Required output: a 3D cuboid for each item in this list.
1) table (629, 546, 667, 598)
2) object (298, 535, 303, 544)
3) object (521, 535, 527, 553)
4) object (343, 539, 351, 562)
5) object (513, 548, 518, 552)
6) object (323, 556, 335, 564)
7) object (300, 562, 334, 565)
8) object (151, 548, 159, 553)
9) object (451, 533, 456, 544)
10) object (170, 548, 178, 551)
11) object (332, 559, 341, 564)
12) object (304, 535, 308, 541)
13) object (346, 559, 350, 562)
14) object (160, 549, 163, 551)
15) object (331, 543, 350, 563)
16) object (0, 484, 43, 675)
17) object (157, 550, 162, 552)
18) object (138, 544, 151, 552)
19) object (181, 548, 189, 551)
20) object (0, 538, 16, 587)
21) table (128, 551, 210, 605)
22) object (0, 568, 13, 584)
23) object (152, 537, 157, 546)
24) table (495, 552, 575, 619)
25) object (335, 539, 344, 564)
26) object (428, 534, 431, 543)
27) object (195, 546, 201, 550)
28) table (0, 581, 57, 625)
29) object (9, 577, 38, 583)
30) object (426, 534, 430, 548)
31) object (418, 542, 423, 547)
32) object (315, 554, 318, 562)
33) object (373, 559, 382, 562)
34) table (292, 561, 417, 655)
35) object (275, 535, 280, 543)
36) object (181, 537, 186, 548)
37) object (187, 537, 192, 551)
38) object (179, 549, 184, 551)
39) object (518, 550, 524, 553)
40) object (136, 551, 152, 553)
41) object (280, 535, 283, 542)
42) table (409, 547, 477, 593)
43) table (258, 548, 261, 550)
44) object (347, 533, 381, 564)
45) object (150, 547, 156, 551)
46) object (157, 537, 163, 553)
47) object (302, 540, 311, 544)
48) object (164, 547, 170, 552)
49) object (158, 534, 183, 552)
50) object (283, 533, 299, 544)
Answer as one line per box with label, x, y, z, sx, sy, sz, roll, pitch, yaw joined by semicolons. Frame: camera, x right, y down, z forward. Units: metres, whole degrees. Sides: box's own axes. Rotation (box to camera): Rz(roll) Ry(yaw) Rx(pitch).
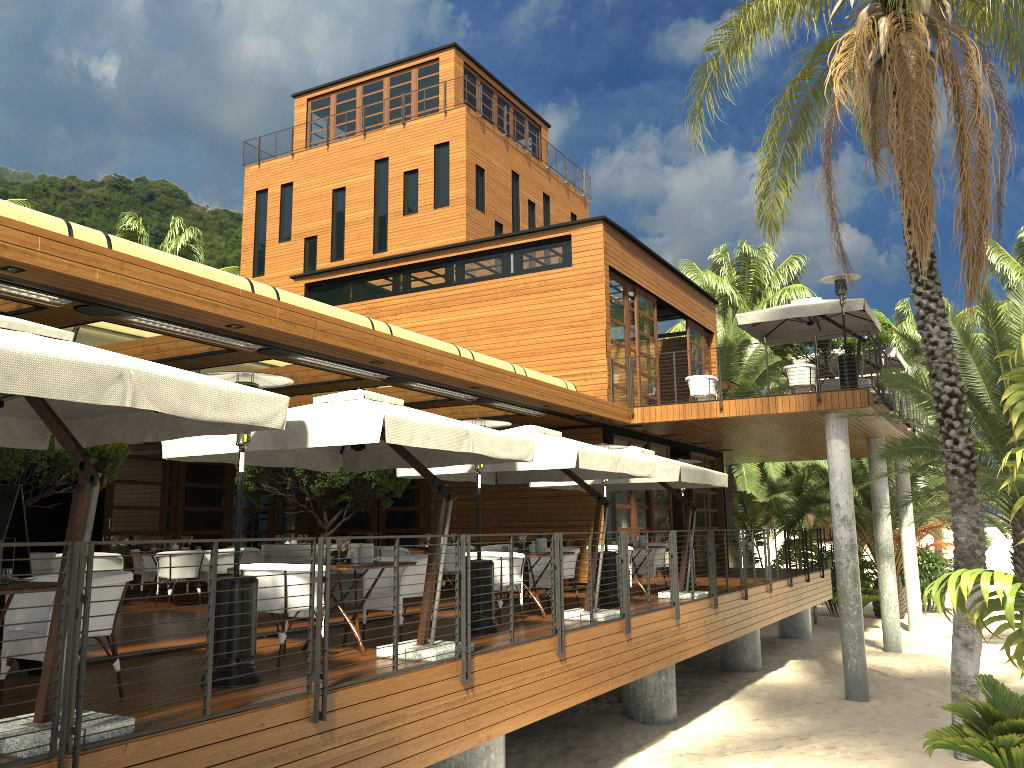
table;1.808;2.887;13.654;0.931;0.752;0.929;-6;-11;28
object;-3.790;2.818;15.882;0.082;0.228;0.082;3;-11;-18
object;0.143;1.897;10.558;0.082;0.228;0.082;-6;-12;29
object;-1.529;1.528;8.203;0.082;0.228;0.082;-4;-11;18
object;0.021;2.000;10.659;0.116;0.065;0.115;-6;-11;27
object;-1.612;1.541;7.757;0.116;0.065;0.115;-6;-11;27
object;-1.647;1.535;7.595;0.294;0.025;0.170;-6;-11;28
object;-5.353;2.492;13.279;0.116;0.065;0.116;7;-12;-40
object;-0.967;2.598;14.740;0.082;0.228;0.082;4;-11;-26
object;-5.052;2.485;13.255;0.116;0.065;0.115;2;-10;-17
object;-1.525;1.544;7.709;0.080;0.042;0.080;1;-10;-10
object;-3.788;2.887;16.302;0.082;0.228;0.082;4;-11;-23
object;-1.490;1.611;8.115;0.080;0.042;0.080;1;-10;-10
object;-5.378;2.550;13.557;0.080;0.042;0.080;3;-10;-22
object;-1.571;1.518;7.975;0.163;0.179;0.167;-6;-11;30
object;-3.953;1.437;6.437;0.768;1.401;0.769;-3;-10;13
object;-5.257;2.495;13.232;0.080;0.042;0.080;1;-10;-10
object;-5.556;2.461;13.428;0.163;0.179;0.167;8;-13;-40
object;-4.989;2.526;13.511;0.116;0.065;0.116;7;-12;-40
object;-2.948;0.990;4.927;0.263;0.265;0.262;2;-10;-16
table;-5.178;2.914;13.343;1.166;0.752;1.162;-2;-10;9
object;-2.937;1.112;5.128;0.086;0.086;0.086;-7;-12;33
object;-5.459;2.449;13.526;0.082;0.228;0.082;9;-14;-42
table;0.163;2.424;10.730;0.931;0.752;0.929;-6;-11;28
object;-1.491;1.438;7.657;0.082;0.228;0.082;-6;-12;29
object;-1.418;2.667;15.128;0.082;0.228;0.082;4;-11;-26
object;-4.774;2.508;13.483;0.086;0.086;0.086;-2;-10;7
table;-3.120;1.501;4.897;0.931;0.752;0.929;-6;-11;28
object;-3.008;1.175;5.315;0.294;0.025;0.170;-6;-11;28
object;-1.393;2.600;14.721;0.082;0.228;0.082;1;-10;-9
object;-1.552;2.734;15.075;0.086;0.086;0.086;-9;-13;39
object;-1.718;1.538;7.797;0.086;0.086;0.086;-7;-12;33
object;-1.370;1.636;8.226;0.294;0.025;0.170;-6;-11;28
table;-1.479;1.962;7.814;0.931;0.752;0.929;-6;-11;28
object;-4.204;2.821;15.876;0.082;0.228;0.082;4;-11;-23
object;-5.093;2.480;13.743;0.082;0.228;0.082;-9;-13;40
object;-4.873;2.421;13.399;0.082;0.228;0.082;9;-14;-42
object;-4.973;2.510;13.342;0.080;0.042;0.080;9;-13;-44
object;0.109;2.003;10.611;0.080;0.042;0.080;1;-10;-10
object;-5.436;2.488;13.122;0.170;0.025;0.294;7;-12;-38
object;-4.228;2.890;16.294;0.082;0.228;0.082;3;-11;-18
table;-1.155;3.120;14.869;1.164;0.752;1.163;-7;-12;34
table;-4.010;3.344;16.034;1.165;0.752;1.163;-6;-11;31
object;-1.310;1.451;7.838;0.263;0.265;0.262;2;-10;-16
object;-5.410;2.498;13.379;0.086;0.086;0.086;-2;-10;7
object;-5.225;2.386;13.160;0.082;0.228;0.082;-9;-13;40
object;-3.817;2.935;16.427;0.168;0.179;0.162;1;-10;-9
object;-5.118;2.457;13.149;0.086;0.086;0.086;-1;-10;2
object;-5.172;2.416;13.439;0.263;0.265;0.263;9;-14;-43
object;-4.016;2.843;16.109;0.263;0.265;0.262;2;-10;-12
